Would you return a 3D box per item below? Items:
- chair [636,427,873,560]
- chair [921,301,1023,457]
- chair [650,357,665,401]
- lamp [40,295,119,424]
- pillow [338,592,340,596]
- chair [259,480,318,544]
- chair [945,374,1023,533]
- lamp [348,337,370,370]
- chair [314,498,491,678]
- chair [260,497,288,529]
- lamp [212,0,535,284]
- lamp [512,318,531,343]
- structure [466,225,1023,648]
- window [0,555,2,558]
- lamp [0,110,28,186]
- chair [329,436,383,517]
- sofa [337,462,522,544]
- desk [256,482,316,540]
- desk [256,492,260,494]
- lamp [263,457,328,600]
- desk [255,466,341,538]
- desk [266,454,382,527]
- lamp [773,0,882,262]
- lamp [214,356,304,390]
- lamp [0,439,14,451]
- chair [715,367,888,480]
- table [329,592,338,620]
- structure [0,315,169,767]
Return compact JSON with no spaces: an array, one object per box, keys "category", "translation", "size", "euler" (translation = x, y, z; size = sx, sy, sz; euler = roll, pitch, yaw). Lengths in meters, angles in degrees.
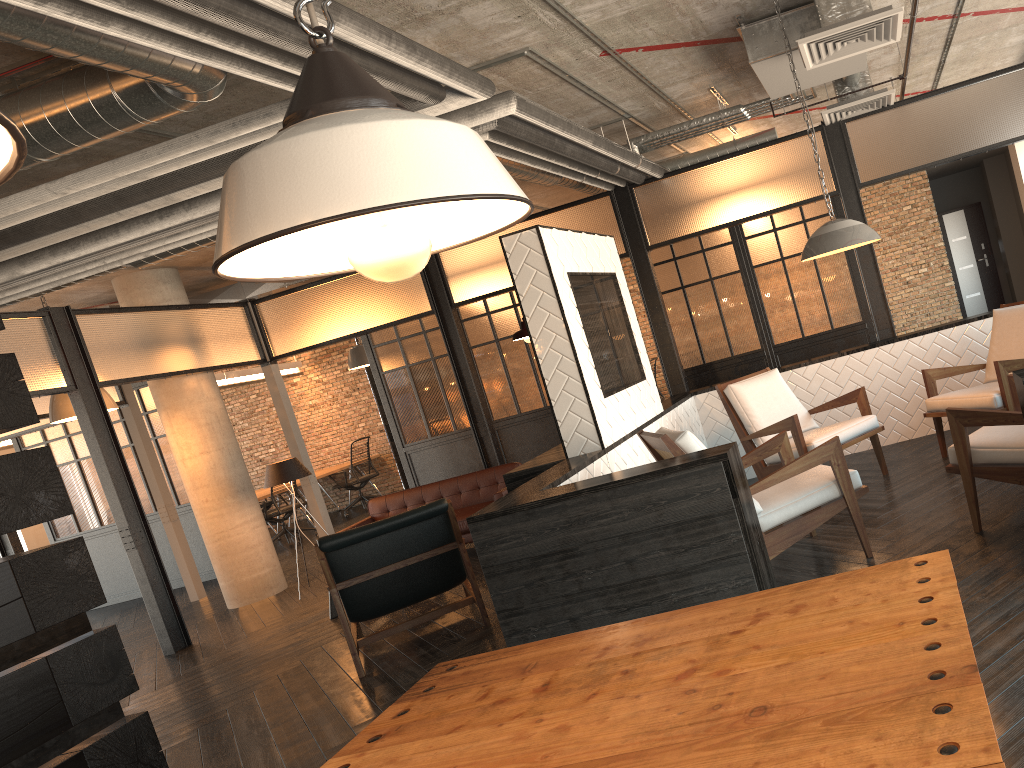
[{"category":"chair","translation":[1.271,0.549,4.339],"size":[1.023,0.915,0.653],"euler":[-17,4,-15]},{"category":"chair","translation":[3.361,-0.045,5.707],"size":[1.056,0.915,0.629],"euler":[-18,4,-24]},{"category":"chair","translation":[1.872,0.223,11.894],"size":[0.656,1.073,0.736],"euler":[-15,4,18]},{"category":"lamp","translation":[-3.635,-0.465,6.573],"size":[0.494,1.518,0.391],"euler":[-19,6,-21]},{"category":"pillow","translation":[-0.666,1.084,4.898],"size":[0.753,0.337,0.225],"euler":[-16,4,-22]},{"category":"chair","translation":[-3.104,1.615,10.975],"size":[0.656,1.073,0.736],"euler":[-15,4,18]},{"category":"chair","translation":[2.666,0.164,4.072],"size":[0.826,0.915,0.799],"euler":[-19,4,-37]},{"category":"lamp","translation":[-2.017,-0.952,10.267],"size":[0.494,1.518,0.391],"euler":[-19,6,-21]},{"category":"chair","translation":[-0.678,1.141,5.086],"size":[0.827,0.802,0.914],"euler":[-17,3,-16]},{"category":"chair","translation":[-3.943,1.830,12.797],"size":[0.656,1.073,0.736],"euler":[-15,4,18]},{"category":"lamp","translation":[-0.396,-0.957,0.923],"size":[0.316,1.755,0.412],"euler":[-13,7,36]},{"category":"lamp","translation":[0.101,-0.334,4.962],"size":[0.250,0.173,0.174],"euler":[-17,3,-17]},{"category":"structure","translation":[1.955,-0.279,5.110],"size":[3.725,2.130,3.944],"euler":[-15,2,17]},{"category":"window","translation":[-8.660,2.207,11.846],"size":[0.227,2.900,2.670],"euler":[-15,4,24]},{"category":"lamp","translation":[-0.683,-0.871,0.268],"size":[0.316,1.755,0.412],"euler":[-13,7,36]},{"category":"chair","translation":[-2.393,1.401,12.600],"size":[0.656,1.073,0.736],"euler":[-15,4,18]},{"category":"sofa","translation":[-0.630,1.189,7.220],"size":[1.532,0.643,0.707],"euler":[-15,3,12]},{"category":"desk","translation":[-3.440,1.887,11.056],"size":[0.744,0.725,1.763],"euler":[-15,2,22]},{"category":"desk","translation":[-4.168,2.088,11.177],"size":[0.744,0.725,1.763],"euler":[-15,2,22]},{"category":"lamp","translation":[-1.661,1.190,7.514],"size":[0.942,1.190,0.480],"euler":[-18,5,-25]},{"category":"desk","translation":[-3.465,1.877,12.783],"size":[0.744,0.725,1.763],"euler":[-15,2,22]},{"category":"desk","translation":[-2.736,1.676,12.662],"size":[0.744,0.725,1.763],"euler":[-15,2,22]},{"category":"lamp","translation":[1.753,-1.546,4.930],"size":[0.458,1.560,0.555],"euler":[-15,6,26]},{"category":"lamp","translation":[-4.186,-0.322,11.567],"size":[0.276,0.862,3.663],"euler":[-15,1,24]},{"category":"lamp","translation":[-7.030,0.464,12.037],"size":[0.276,0.862,3.663],"euler":[-15,1,24]},{"category":"chair","translation":[2.016,0.327,5.836],"size":[0.823,0.915,0.803],"euler":[-19,4,-32]},{"category":"table","translation":[-0.979,1.431,6.315],"size":[0.683,0.374,0.739],"euler":[-15,2,13]},{"category":"structure","translation":[-5.726,1.565,1.137],"size":[5.744,2.761,5.836],"euler":[-15,2,17]}]
